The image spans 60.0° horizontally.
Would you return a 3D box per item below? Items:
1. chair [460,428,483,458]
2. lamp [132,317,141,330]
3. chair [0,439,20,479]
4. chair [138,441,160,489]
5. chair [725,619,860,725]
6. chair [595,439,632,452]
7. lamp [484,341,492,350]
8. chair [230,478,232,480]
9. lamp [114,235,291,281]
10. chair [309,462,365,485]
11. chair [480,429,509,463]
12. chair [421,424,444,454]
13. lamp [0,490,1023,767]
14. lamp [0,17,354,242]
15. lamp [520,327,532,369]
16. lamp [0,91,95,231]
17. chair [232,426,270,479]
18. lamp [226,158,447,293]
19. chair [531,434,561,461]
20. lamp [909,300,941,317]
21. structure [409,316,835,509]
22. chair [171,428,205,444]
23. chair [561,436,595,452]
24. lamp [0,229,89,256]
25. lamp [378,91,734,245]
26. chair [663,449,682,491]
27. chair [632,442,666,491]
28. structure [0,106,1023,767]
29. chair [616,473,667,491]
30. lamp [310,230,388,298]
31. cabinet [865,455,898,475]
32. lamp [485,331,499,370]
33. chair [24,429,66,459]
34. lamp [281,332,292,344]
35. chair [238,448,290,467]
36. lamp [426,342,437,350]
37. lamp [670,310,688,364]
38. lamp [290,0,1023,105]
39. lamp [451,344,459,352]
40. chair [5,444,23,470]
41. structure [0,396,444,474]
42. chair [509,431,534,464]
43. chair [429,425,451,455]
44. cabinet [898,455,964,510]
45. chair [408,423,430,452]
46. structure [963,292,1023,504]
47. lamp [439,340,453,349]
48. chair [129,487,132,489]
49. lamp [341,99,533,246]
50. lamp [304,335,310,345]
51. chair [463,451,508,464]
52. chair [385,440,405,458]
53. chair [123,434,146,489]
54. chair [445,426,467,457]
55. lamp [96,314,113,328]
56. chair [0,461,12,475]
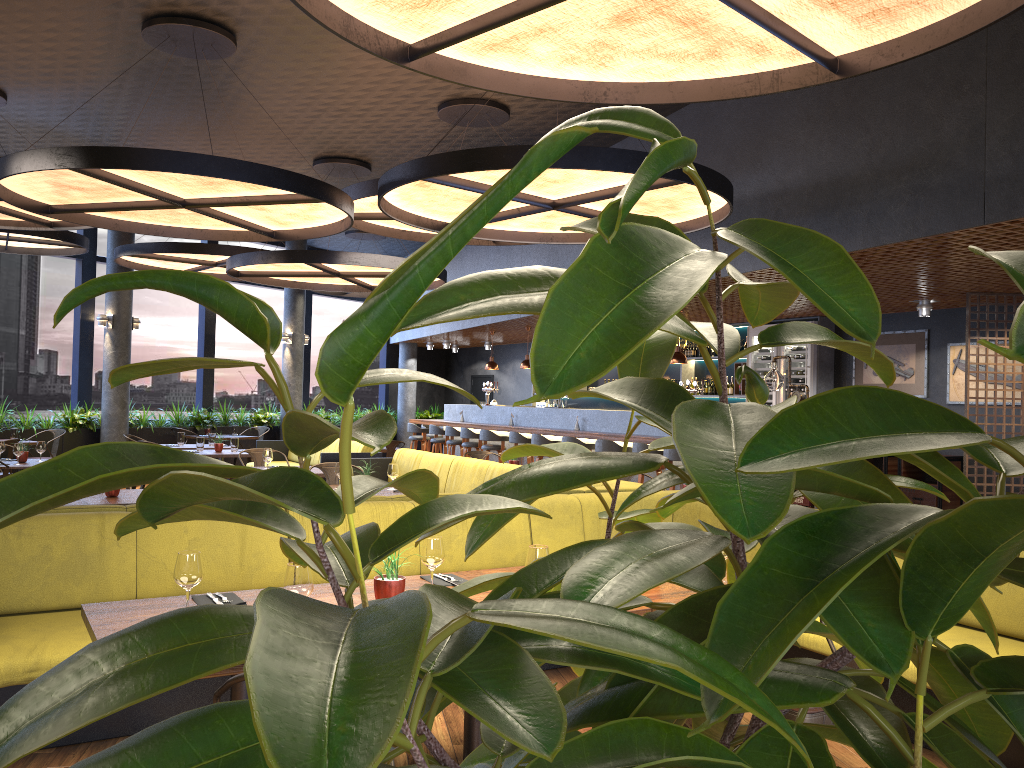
[{"bbox_3d":[-0.624,1.227,14.294,0.438,1.048,0.483,2,-1,-2],"label":"chair"},{"bbox_3d":[-6.013,-0.953,14.128,0.215,0.215,0.189,1,-1,35],"label":"lamp"},{"bbox_3d":[-5.968,1.079,10.165,0.541,0.917,0.504,1,-1,-1],"label":"chair"},{"bbox_3d":[-4.201,1.133,10.638,0.504,0.917,0.541,1,-1,37],"label":"chair"},{"bbox_3d":[1.058,1.134,3.178,0.504,0.917,0.541,2,-1,-30],"label":"chair"},{"bbox_3d":[1.265,1.221,11.261,0.438,1.048,0.483,2,-1,-16],"label":"chair"},{"bbox_3d":[-0.498,-0.797,18.468,0.228,0.172,0.228,2,-1,-31],"label":"lamp"},{"bbox_3d":[-2.841,1.127,8.356,0.541,0.917,0.504,2,-1,-30],"label":"chair"},{"bbox_3d":[-4.367,-2.285,13.156,2.778,1.159,2.778,1,-1,5],"label":"lamp"},{"bbox_3d":[-1.473,1.148,7.581,0.504,0.917,0.541,2,-1,-30],"label":"chair"},{"bbox_3d":[-0.289,1.224,13.647,0.438,1.048,0.483,2,-1,-11],"label":"chair"},{"bbox_3d":[-1.513,1.255,17.088,0.483,1.048,0.438,2,-1,-2],"label":"chair"},{"bbox_3d":[2.051,0.299,5.130,9.057,2.714,3.017,2,-1,-31],"label":"lamp"},{"bbox_3d":[-2.710,-2.170,7.396,2.778,1.475,2.778,1,-1,19],"label":"lamp"},{"bbox_3d":[0.260,-0.590,14.471,0.250,0.673,0.250,1,-1,2],"label":"lamp"},{"bbox_3d":[-5.553,-2.392,8.965,2.778,1.159,2.778,1,-1,37],"label":"lamp"},{"bbox_3d":[-4.604,1.215,15.731,0.504,0.917,0.541,1,-1,25],"label":"chair"},{"bbox_3d":[-2.217,-2.083,11.472,2.778,1.475,2.778,1,-1,24],"label":"lamp"},{"bbox_3d":[0.478,1.223,12.471,0.438,1.048,0.483,2,-1,-2],"label":"chair"},{"bbox_3d":[4.513,-0.826,9.701,0.228,0.172,0.228,2,-1,-31],"label":"lamp"},{"bbox_3d":[1.601,0.444,13.392,2.700,2.700,9.298,2,-1,-31],"label":"structure"},{"bbox_3d":[-5.337,1.176,14.623,0.504,0.917,0.541,1,-1,34],"label":"chair"},{"bbox_3d":[0.887,1.222,11.859,0.483,1.048,0.438,1,-1,20],"label":"chair"},{"bbox_3d":[-6.769,-2.429,11.931,1.979,1.093,1.979,1,-1,23],"label":"lamp"},{"bbox_3d":[0.351,-2.096,7.089,2.778,1.475,2.778,2,-1,-27],"label":"lamp"},{"bbox_3d":[1.924,1.216,10.027,0.438,1.048,0.483,2,-1,-2],"label":"chair"},{"bbox_3d":[1.665,1.220,10.596,0.483,1.048,0.438,1,-1,31],"label":"chair"},{"bbox_3d":[0.168,0.647,0.757,0.993,1.763,1.166,1,-1,30],"label":"structure"},{"bbox_3d":[1.084,1.215,7.603,0.504,0.917,0.541,2,-1,-30],"label":"chair"},{"bbox_3d":[-2.717,-2.244,16.367,1.979,1.093,1.979,1,-1,23],"label":"lamp"},{"bbox_3d":[4.423,1.316,10.747,0.473,1.007,0.553,2,-1,-31],"label":"cabinet"},{"bbox_3d":[-0.348,-0.587,15.498,0.250,0.673,0.250,2,-1,-43],"label":"lamp"},{"bbox_3d":[-6.699,1.105,12.664,0.504,0.917,0.541,1,-1,23],"label":"chair"},{"bbox_3d":[-4.251,-0.863,16.577,0.215,0.215,0.189,1,-1,20],"label":"lamp"},{"bbox_3d":[-2.605,1.150,9.308,0.504,0.917,0.541,2,-1,-30],"label":"chair"},{"bbox_3d":[-1.761,-0.820,19.044,0.228,0.172,0.228,2,-1,-31],"label":"lamp"},{"bbox_3d":[2.124,-0.598,11.321,0.250,0.673,0.250,1,-1,2],"label":"lamp"},{"bbox_3d":[0.532,-2.164,3.081,2.778,1.475,2.778,2,-1,-30],"label":"lamp"},{"bbox_3d":[-1.268,-0.794,19.768,0.228,0.172,0.228,2,-1,-31],"label":"lamp"},{"bbox_3d":[-5.327,1.077,9.128,0.541,0.917,0.504,1,-1,41],"label":"chair"},{"bbox_3d":[-5.931,0.920,14.901,0.808,1.413,17.112,1,-1,34],"label":"structure"},{"bbox_3d":[0.177,1.226,13.087,0.483,1.048,0.438,1,-1,31],"label":"chair"},{"bbox_3d":[-1.221,1.233,15.429,0.483,1.048,0.438,1,-1,31],"label":"chair"},{"bbox_3d":[4.777,1.315,10.149,0.473,1.007,0.553,2,-1,-31],"label":"cabinet"},{"bbox_3d":[-1.678,1.233,16.115,0.483,1.048,0.438,1,-1,31],"label":"chair"},{"bbox_3d":[5.179,0.454,8.847,1.319,2.700,0.050,1,-1,-1],"label":"structure"},{"bbox_3d":[-1.351,-0.822,18.317,0.228,0.172,0.228,2,-1,-31],"label":"lamp"},{"bbox_3d":[-3.194,1.089,6.793,0.504,0.917,0.541,2,-1,-30],"label":"chair"},{"bbox_3d":[-0.411,-2.254,9.197,2.778,1.159,2.778,1,-1,20],"label":"lamp"},{"bbox_3d":[-3.988,-0.847,17.075,0.215,0.215,0.189,1,-1,38],"label":"lamp"},{"bbox_3d":[-0.277,1.222,9.933,0.504,0.917,0.541,2,-1,-30],"label":"chair"},{"bbox_3d":[-1.772,1.226,12.282,0.504,0.917,0.541,2,-1,-30],"label":"chair"},{"bbox_3d":[-4.974,1.138,11.991,0.541,0.917,0.504,2,-1,-12],"label":"chair"},{"bbox_3d":[-0.906,1.231,14.921,0.483,1.048,0.438,1,-1,31],"label":"chair"},{"bbox_3d":[-6.296,-0.970,13.641,0.215,0.215,0.189,1,-1,27],"label":"lamp"},{"bbox_3d":[-4.984,1.070,8.284,0.504,0.917,0.541,1,-1,9],"label":"chair"}]
